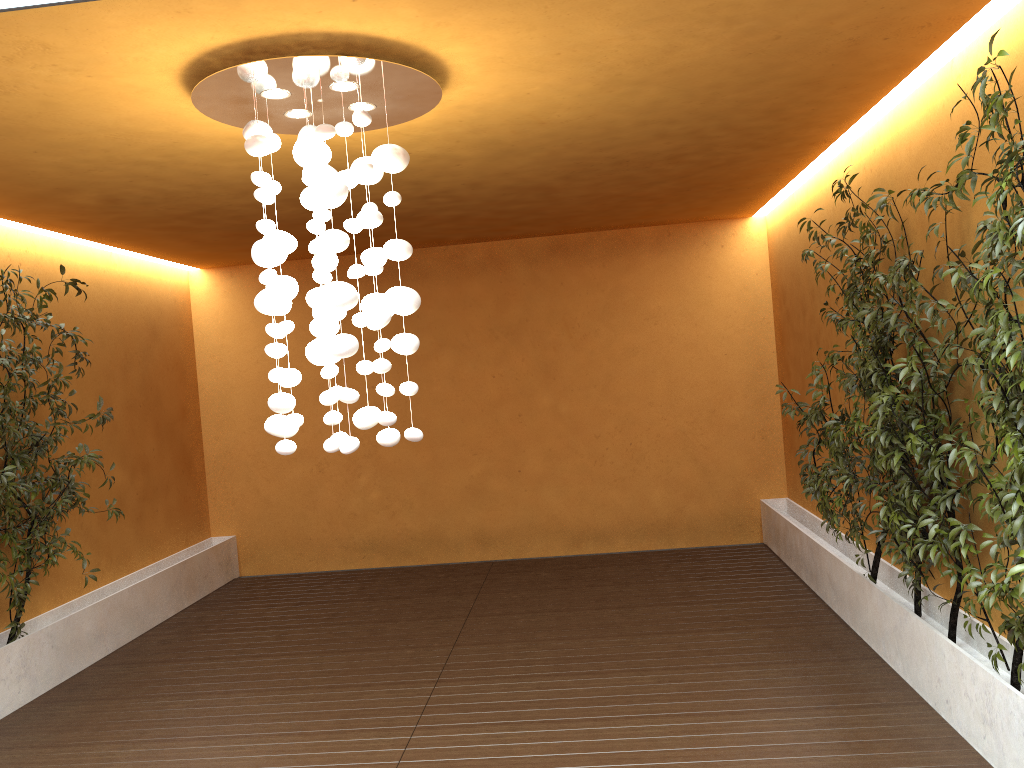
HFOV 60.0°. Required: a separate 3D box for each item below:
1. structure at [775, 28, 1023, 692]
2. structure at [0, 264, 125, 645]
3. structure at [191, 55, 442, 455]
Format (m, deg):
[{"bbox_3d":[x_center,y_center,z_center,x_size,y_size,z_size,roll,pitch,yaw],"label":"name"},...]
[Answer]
[{"bbox_3d":[1.824,0.037,4.122,0.622,2.483,3.166,-5,1,4],"label":"structure"},{"bbox_3d":[-3.058,0.433,4.550,0.622,2.483,3.166,-5,1,4],"label":"structure"},{"bbox_3d":[-0.731,-0.472,3.654,1.002,1.529,1.002,-5,1,-37],"label":"structure"}]
